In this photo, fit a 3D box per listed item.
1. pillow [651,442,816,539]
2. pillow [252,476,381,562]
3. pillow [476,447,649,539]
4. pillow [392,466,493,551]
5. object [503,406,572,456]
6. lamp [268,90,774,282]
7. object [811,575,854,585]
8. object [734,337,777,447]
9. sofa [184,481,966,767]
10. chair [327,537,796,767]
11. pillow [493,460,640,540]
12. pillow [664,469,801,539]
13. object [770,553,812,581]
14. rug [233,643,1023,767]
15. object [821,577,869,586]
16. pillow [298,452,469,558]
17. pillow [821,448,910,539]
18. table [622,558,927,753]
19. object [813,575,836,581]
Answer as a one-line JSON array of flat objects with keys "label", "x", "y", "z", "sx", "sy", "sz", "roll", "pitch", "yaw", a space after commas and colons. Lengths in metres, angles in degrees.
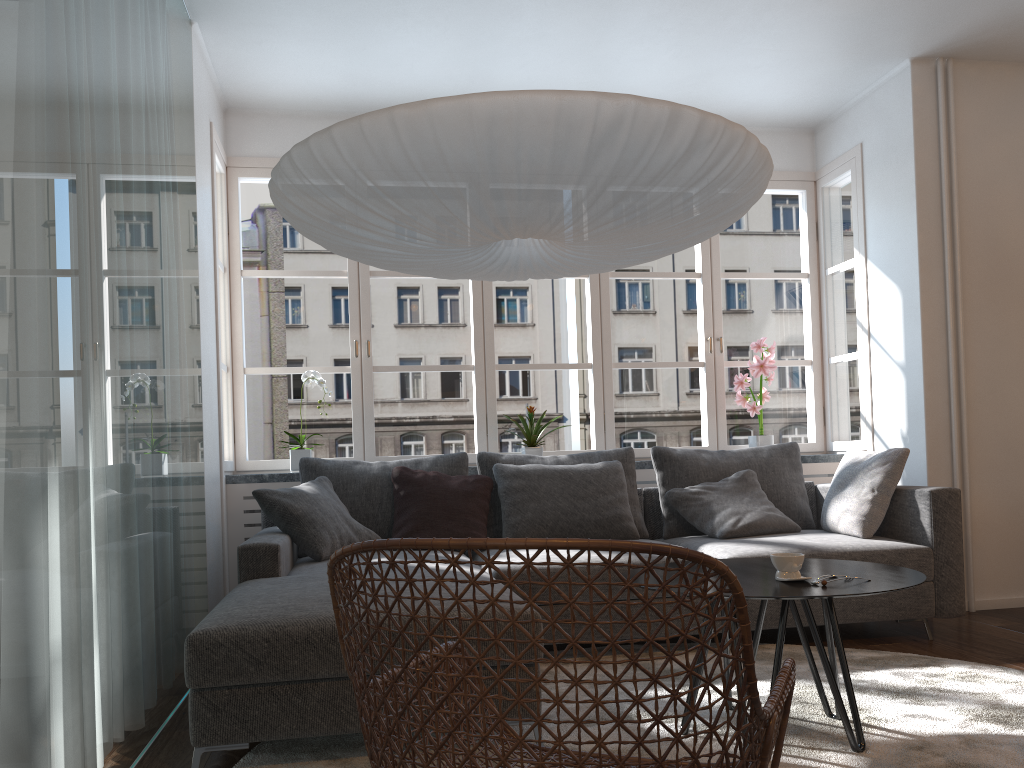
[{"label": "pillow", "x": 1.149, "y": 0.546, "z": 4.583, "sx": 0.836, "sy": 0.476, "sz": 0.276, "roll": -1, "pitch": -2, "yaw": -10}, {"label": "pillow", "x": -0.850, "y": 0.591, "z": 3.921, "sx": 0.347, "sy": 0.358, "sz": 0.516, "roll": -4, "pitch": -4, "yaw": 29}, {"label": "pillow", "x": 0.247, "y": 0.561, "z": 4.433, "sx": 0.839, "sy": 0.474, "sz": 0.277, "roll": -1, "pitch": -2, "yaw": -10}, {"label": "pillow", "x": -0.328, "y": 0.581, "z": 4.161, "sx": 0.521, "sy": 0.402, "sz": 0.312, "roll": -1, "pitch": -2, "yaw": -8}, {"label": "object", "x": 0.139, "y": 0.280, "z": 4.878, "sx": 0.376, "sy": 0.328, "sz": 0.323, "roll": 0, "pitch": -4, "yaw": -35}, {"label": "lamp", "x": 0.027, "y": -0.488, "z": 2.676, "sx": 1.473, "sy": 0.209, "sz": 1.472, "roll": -4, "pitch": -6, "yaw": 26}, {"label": "object", "x": 0.865, "y": 0.525, "z": 2.385, "sx": 0.163, "sy": 0.016, "sz": 0.025, "roll": 2, "pitch": -5, "yaw": -35}, {"label": "object", "x": 1.420, "y": 0.078, "z": 5.121, "sx": 0.201, "sy": 0.689, "sz": 0.298, "roll": -1, "pitch": -2, "yaw": -31}, {"label": "sofa", "x": 0.462, "y": 0.792, "z": 3.576, "sx": 3.066, "sy": 0.670, "sz": 2.048, "roll": -1, "pitch": -5, "yaw": -10}, {"label": "chair", "x": 0.107, "y": 0.591, "z": 1.537, "sx": 0.719, "sy": 0.708, "sz": 0.687, "roll": -3, "pitch": -3, "yaw": 22}, {"label": "pillow", "x": 0.259, "y": 0.573, "z": 4.290, "sx": 0.666, "sy": 0.396, "sz": 0.293, "roll": -1, "pitch": -2, "yaw": -10}, {"label": "pillow", "x": 1.074, "y": 0.584, "z": 4.324, "sx": 0.492, "sy": 0.320, "sz": 0.446, "roll": 0, "pitch": -4, "yaw": -28}, {"label": "object", "x": 0.765, "y": 0.506, "z": 2.432, "sx": 0.091, "sy": 0.069, "sz": 0.139, "roll": -2, "pitch": -4, "yaw": 2}, {"label": "rug", "x": 0.649, "y": 1.015, "z": 2.457, "sx": 2.836, "sy": 0.012, "sz": 2.848, "roll": 1, "pitch": -6, "yaw": -30}, {"label": "object", "x": 0.890, "y": 0.522, "z": 2.351, "sx": 0.168, "sy": 0.015, "sz": 0.015, "roll": 0, "pitch": -4, "yaw": -23}, {"label": "pillow", "x": -0.607, "y": 0.577, "z": 4.270, "sx": 0.836, "sy": 0.477, "sz": 0.276, "roll": -1, "pitch": -2, "yaw": -10}, {"label": "pillow", "x": 1.629, "y": 0.513, "z": 4.201, "sx": 0.286, "sy": 0.413, "sz": 0.496, "roll": -1, "pitch": -3, "yaw": -11}, {"label": "table", "x": 0.752, "y": 0.790, "z": 2.578, "sx": 0.847, "sy": 0.471, "sz": 0.850, "roll": -1, "pitch": -4, "yaw": -8}, {"label": "object", "x": 0.863, "y": 0.533, "z": 2.443, "sx": 0.124, "sy": 0.010, "sz": 0.026, "roll": 3, "pitch": -7, "yaw": -44}]
